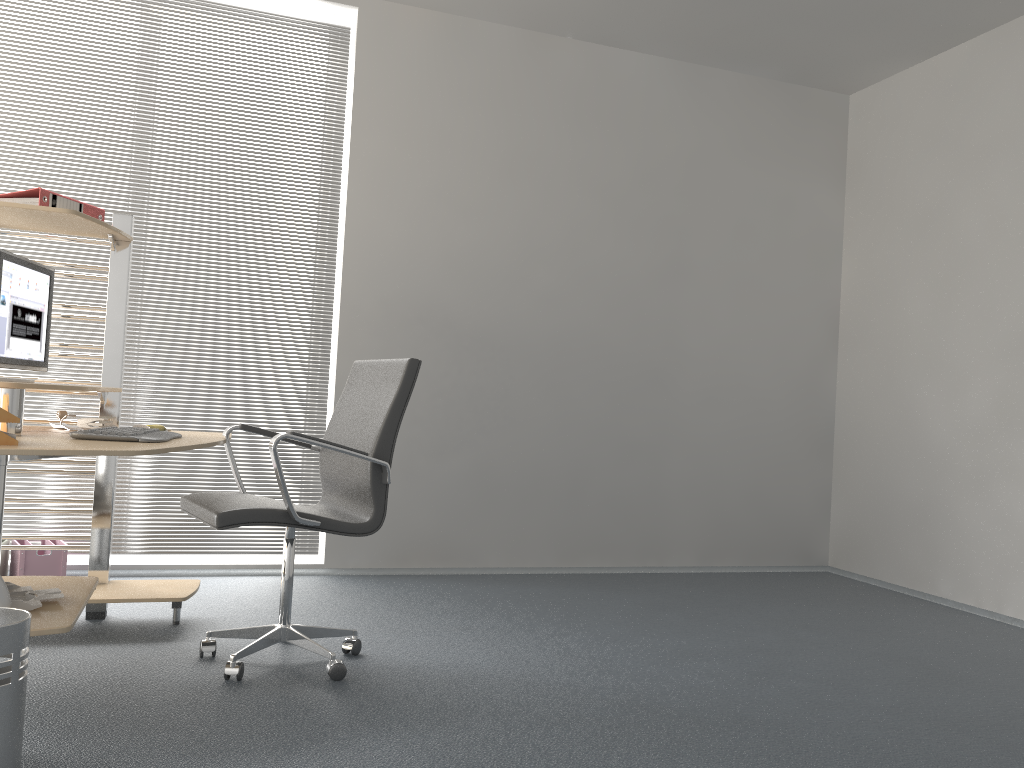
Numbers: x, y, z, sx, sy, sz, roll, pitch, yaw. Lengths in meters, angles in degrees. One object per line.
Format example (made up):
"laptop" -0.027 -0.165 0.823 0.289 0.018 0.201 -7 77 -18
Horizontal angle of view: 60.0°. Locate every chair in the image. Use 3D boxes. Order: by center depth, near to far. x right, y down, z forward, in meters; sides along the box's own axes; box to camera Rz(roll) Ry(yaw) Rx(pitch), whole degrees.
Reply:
"chair" -0.736 0.415 3.018 0.652 1.048 0.584 4 -2 -33

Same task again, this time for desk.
"desk" -1.362 0.114 2.776 0.967 1.566 1.469 4 -2 -19

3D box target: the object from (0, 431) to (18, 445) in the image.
"object" -1.430 0.114 2.218 0.309 0.060 0.225 5 -2 -40

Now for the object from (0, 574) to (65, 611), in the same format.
"object" -1.421 0.520 2.428 0.351 0.162 0.438 4 -2 -35

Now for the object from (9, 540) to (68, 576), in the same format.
"object" -2.090 0.797 3.912 0.185 0.202 0.245 4 -2 -37

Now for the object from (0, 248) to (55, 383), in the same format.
"object" -1.712 -0.219 2.961 0.245 0.418 0.516 3 -2 3

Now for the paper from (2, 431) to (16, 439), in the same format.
"paper" -1.430 0.126 2.219 0.297 0.019 0.210 5 -2 -40

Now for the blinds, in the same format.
"blinds" -1.846 -0.563 4.306 1.950 2.770 0.022 4 -2 -19

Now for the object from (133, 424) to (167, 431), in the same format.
"object" -1.378 0.166 3.370 0.132 0.026 0.132 4 -2 -19

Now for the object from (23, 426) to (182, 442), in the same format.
"object" -1.493 0.168 2.785 0.814 0.082 0.478 4 -2 -11

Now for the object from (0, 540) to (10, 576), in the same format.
"object" -2.294 0.783 3.813 0.185 0.202 0.245 4 -2 -19

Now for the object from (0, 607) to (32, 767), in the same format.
"object" -1.189 0.703 1.953 0.208 0.377 0.208 2 -2 25

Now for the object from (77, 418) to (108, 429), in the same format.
"object" -1.556 0.146 3.290 0.134 0.042 0.022 2 -2 23

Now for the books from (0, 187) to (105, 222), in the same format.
"books" -1.670 -0.623 3.154 0.262 0.072 0.320 3 -2 13

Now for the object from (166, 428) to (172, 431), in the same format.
"object" -1.408 0.174 3.447 0.158 0.011 0.011 4 -2 -22

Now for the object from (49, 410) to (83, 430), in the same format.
"object" -1.603 0.130 3.196 0.159 0.064 0.054 2 -2 38

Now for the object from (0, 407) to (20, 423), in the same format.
"object" -1.427 0.058 2.220 0.309 0.060 0.225 5 -2 -40
